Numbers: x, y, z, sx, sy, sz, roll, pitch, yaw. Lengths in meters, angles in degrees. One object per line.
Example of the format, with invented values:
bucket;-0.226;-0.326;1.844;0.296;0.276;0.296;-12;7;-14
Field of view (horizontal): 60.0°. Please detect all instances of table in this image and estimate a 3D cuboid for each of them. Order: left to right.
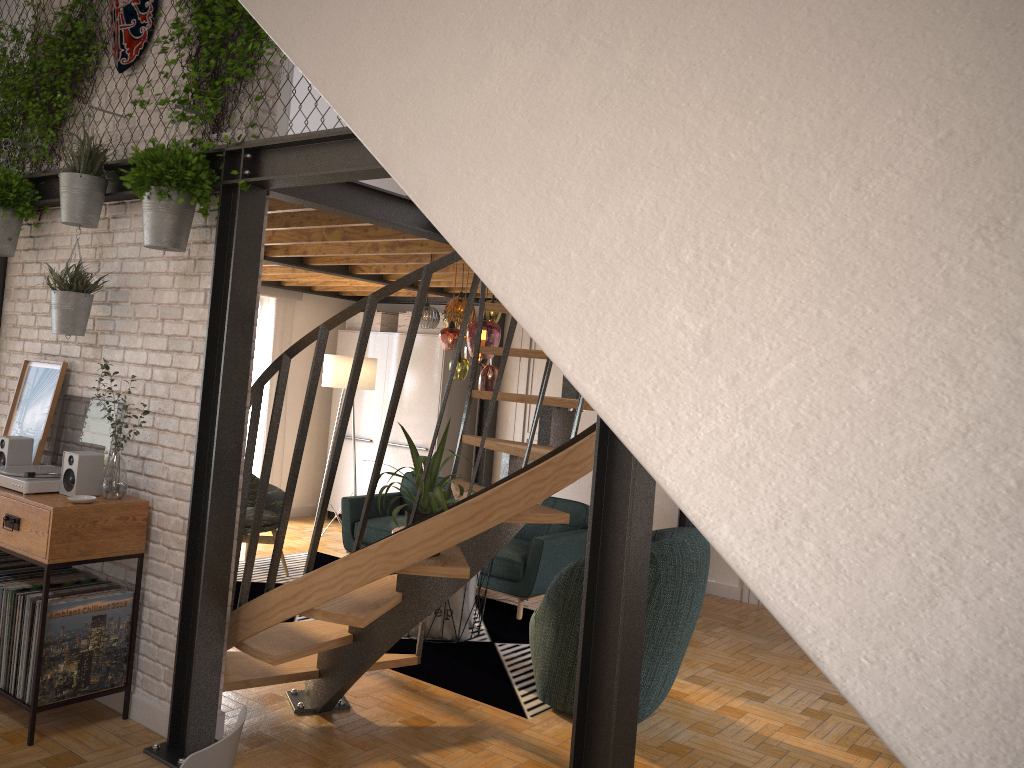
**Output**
table;-0.455;1.231;5.680;0.680;0.687;0.681;5;-1;-14

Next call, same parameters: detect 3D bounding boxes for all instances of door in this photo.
door;0.457;0.479;8.286;1.202;2.303;0.088;4;-2;36
door;2.430;0.653;6.832;1.202;2.303;0.088;4;-2;36

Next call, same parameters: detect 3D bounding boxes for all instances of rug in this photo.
rug;-0.822;1.545;6.015;3.505;0.010;1.696;5;0;36

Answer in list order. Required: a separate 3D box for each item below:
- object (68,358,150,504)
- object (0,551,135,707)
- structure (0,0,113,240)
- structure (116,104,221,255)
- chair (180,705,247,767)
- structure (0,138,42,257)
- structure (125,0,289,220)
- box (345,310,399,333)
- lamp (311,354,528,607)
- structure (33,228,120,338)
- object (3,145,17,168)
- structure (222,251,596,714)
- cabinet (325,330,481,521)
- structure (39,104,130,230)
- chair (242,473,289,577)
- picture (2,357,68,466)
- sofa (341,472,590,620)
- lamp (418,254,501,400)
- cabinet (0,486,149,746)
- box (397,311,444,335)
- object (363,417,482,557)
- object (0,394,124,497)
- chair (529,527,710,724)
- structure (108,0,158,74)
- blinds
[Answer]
object;-1.794;0.196;3.911;0.290;0.621;0.296;6;-2;-39
object;-2.342;1.139;4.155;1.315;0.575;0.403;5;-1;36
structure;-2.592;-1.587;4.868;2.130;1.681;0.430;4;-2;37
structure;-1.464;-0.877;3.786;0.422;0.653;0.438;5;-1;-24
chair;-0.822;1.133;1.839;0.430;0.872;0.403;5;-2;4
structure;-2.727;-0.989;4.717;0.422;0.653;0.438;5;-1;-24
structure;-1.213;-1.627;3.887;1.306;1.873;0.457;4;-2;33
box;-1.439;-0.654;9.404;0.375;0.218;0.642;5;0;-44
lamp;-0.844;0.672;7.093;2.361;1.721;0.569;4;-2;45
structure;-2.087;-0.478;4.234;0.383;0.535;0.360;6;-2;-44
object;-3.514;-1.491;5.989;0.528;0.592;0.456;4;-1;19
structure;-0.059;-0.273;4.358;2.243;3.824;1.629;6;-2;-39
cabinet;-1.104;0.493;9.222;1.508;2.005;0.807;4;-2;36
structure;-2.057;-1.036;4.251;0.384;0.608;0.348;5;-1;-1
chair;-2.134;1.014;6.811;0.784;0.831;0.750;4;-1;43
picture;-2.461;0.159;4.524;0.411;0.577;0.126;4;-2;36
sofa;-0.366;1.182;6.820;1.976;0.783;0.822;5;-1;36
lamp;-0.345;-0.418;5.905;0.617;1.015;0.490;5;-2;-14
cabinet;-2.299;0.947;4.126;1.266;0.965;0.455;4;-2;36
box;-0.782;-0.596;8.941;0.642;0.218;0.375;5;0;31
object;-0.362;0.410;3.731;0.528;0.592;0.456;4;-1;24
object;-2.170;0.266;4.150;0.788;0.415;0.414;5;-1;36
chair;0.538;1.186;4.578;0.902;0.965;0.895;4;-1;22
structure;-1.909;-1.998;4.311;0.441;0.966;0.191;4;-2;36
blinds;-2.474;0.195;8.865;0.124;2.290;0.665;3;-2;36
